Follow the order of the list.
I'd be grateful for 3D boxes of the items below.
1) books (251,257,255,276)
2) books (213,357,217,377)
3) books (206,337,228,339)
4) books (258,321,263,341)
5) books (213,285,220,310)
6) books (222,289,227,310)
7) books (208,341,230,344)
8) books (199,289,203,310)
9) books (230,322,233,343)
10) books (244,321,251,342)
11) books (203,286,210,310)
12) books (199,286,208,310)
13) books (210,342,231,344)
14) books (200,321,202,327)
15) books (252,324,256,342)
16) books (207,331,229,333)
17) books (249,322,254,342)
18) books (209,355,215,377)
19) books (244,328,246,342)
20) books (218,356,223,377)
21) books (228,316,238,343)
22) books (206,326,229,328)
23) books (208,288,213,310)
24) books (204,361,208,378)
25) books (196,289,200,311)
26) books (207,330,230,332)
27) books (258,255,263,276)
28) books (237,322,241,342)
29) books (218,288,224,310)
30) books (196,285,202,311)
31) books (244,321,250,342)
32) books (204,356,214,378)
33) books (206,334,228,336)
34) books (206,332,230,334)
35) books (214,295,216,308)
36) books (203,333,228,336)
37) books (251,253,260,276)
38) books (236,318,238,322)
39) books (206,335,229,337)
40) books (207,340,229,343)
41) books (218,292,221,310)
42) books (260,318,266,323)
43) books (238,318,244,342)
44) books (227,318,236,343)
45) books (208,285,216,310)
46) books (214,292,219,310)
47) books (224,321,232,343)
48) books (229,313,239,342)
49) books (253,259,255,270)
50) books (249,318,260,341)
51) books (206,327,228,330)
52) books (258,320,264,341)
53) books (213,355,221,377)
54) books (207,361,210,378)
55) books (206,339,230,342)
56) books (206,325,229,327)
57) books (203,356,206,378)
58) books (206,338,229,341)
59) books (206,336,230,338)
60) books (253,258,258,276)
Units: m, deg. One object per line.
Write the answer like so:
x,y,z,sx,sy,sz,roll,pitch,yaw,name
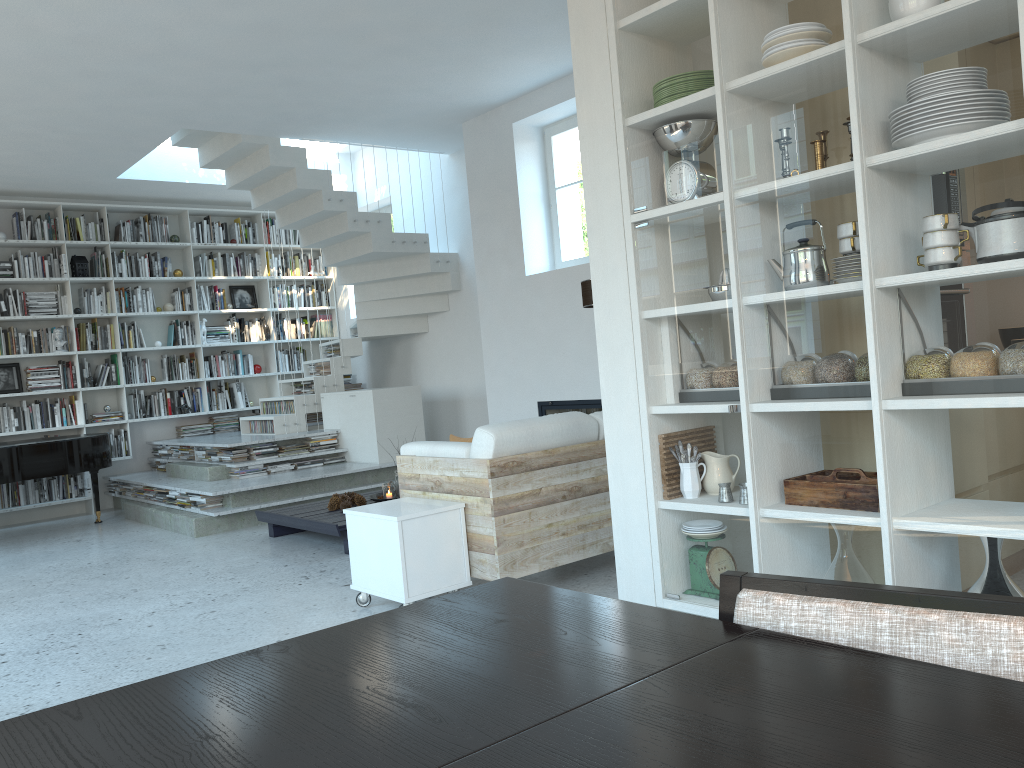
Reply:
-3.019,-1.334,10.222,0.030,0.241,0.162,-7,2,-39,books
-3.344,-0.181,9.910,0.011,0.223,0.163,-7,2,-39,books
-3.335,-0.507,9.948,0.254,0.012,0.161,-6,2,-37,books
-2.947,-0.601,10.249,0.041,0.239,0.176,-7,2,-39,books
-3.332,-0.953,9.954,0.014,0.285,0.175,-7,2,-39,books
-3.269,-0.939,9.996,0.026,0.244,0.178,-7,2,-39,books
-3.328,-0.458,9.946,0.285,0.012,0.159,-6,2,-35,books
-3.473,-0.920,9.842,0.011,0.248,0.155,-7,2,-39,books
-3.214,-0.577,10.066,0.023,0.247,0.138,-7,2,-39,books
-3.052,-0.596,10.201,0.031,0.250,0.133,-7,2,-39,books
-3.420,-0.944,9.902,0.012,0.285,0.159,-7,2,-39,books
-3.449,-0.943,9.870,0.065,0.289,0.146,-7,2,-39,books
-3.325,-0.447,9.945,0.285,0.012,0.159,-6,2,-44,books
-3.471,-0.560,9.847,0.028,0.267,0.138,-7,2,-39,books
-3.002,-0.583,10.231,0.025,0.213,0.155,-7,2,-39,books
-3.339,-0.579,9.948,0.285,0.012,0.159,-6,2,-37,books
-3.028,-0.591,10.219,0.028,0.235,0.129,-7,2,-39,books
-3.366,-0.191,9.908,0.024,0.247,0.143,-7,2,-39,books
-3.095,-0.606,10.170,0.010,0.278,0.129,-7,2,-39,books
-3.304,-0.194,9.956,0.026,0.239,0.177,-7,2,-39,books
-3.166,-0.608,10.062,0.011,0.300,0.184,-7,2,-39,books
-3.343,-0.627,9.946,0.285,0.012,0.159,-6,2,-41,books
-3.404,-0.938,9.927,0.043,0.269,0.131,-7,2,-39,books
-3.425,-0.154,9.851,0.023,0.186,0.159,-7,2,-39,books
-3.514,-0.919,9.837,0.030,0.253,0.128,-7,2,-39,books
-3.335,-0.592,9.942,0.285,0.012,0.159,-6,2,-44,books
-2.952,-1.353,10.283,0.031,0.265,0.169,-7,2,-39,books
-3.144,-0.579,10.088,0.030,0.236,0.179,-7,2,-39,books
-3.294,-0.942,9.989,0.021,0.253,0.167,-7,2,-39,books
-3.491,-0.944,9.840,0.015,0.301,0.140,-7,2,-39,books
-3.064,-0.591,10.168,0.031,0.242,0.147,-7,2,-39,books
-3.387,-0.187,9.877,0.047,0.244,0.177,-7,2,-39,books
-3.340,-0.543,9.951,0.254,0.012,0.161,-6,2,-39,books
-3.336,-0.568,9.946,0.285,0.012,0.159,-6,2,-42,books
-3.364,-0.941,9.947,0.020,0.267,0.152,-7,2,-39,books
-3.332,-0.556,9.944,0.254,0.012,0.161,-6,2,-34,books
-2.976,-1.360,10.266,0.026,0.284,0.147,-7,2,-39,books
-3.141,-0.602,10.114,0.013,0.280,0.131,-7,2,-39,books
-3.332,-0.531,9.943,0.254,0.012,0.161,-6,2,-44,books
-3.329,-0.470,9.946,0.254,0.012,0.161,-6,2,-43,books
-3.314,-0.919,9.973,0.033,0.213,0.152,-7,2,-39,books
-2.885,-0.631,10.340,0.029,0.284,0.138,-7,2,-39,books
-3.105,-0.606,10.127,0.059,0.282,0.167,-7,2,-39,books
-3.191,-0.599,10.076,0.012,0.285,0.159,-7,2,-39,books
-3.369,-0.951,9.926,0.012,0.287,0.176,-7,2,-39,books
-3.332,-0.914,9.938,0.013,0.207,0.189,-7,2,-39,books
-3.217,-0.580,10.041,0.012,0.254,0.161,-7,2,-39,books
-3.159,-0.628,10.068,0.010,0.339,0.180,-7,2,-39,books
-3.013,-1.337,10.250,0.014,0.246,0.142,-7,2,-39,books
-2.971,-0.615,10.226,0.021,0.271,0.191,-7,2,-39,books
-3.342,-0.615,9.947,0.254,0.012,0.161,-6,2,-37,books
-2.932,-0.611,10.280,0.024,0.255,0.145,-7,2,-39,books
-3.321,-0.195,9.922,0.045,0.246,0.185,-7,2,-39,books
-3.406,-0.155,9.864,0.022,0.184,0.162,-7,2,-39,books
-3.328,-0.483,9.943,0.285,0.012,0.159,-6,2,-34,books
-3.344,-0.639,9.946,0.285,0.012,0.159,-6,2,-37,books
-3.448,-0.186,9.848,0.012,0.254,0.161,-7,2,-39,books
-3.331,-0.495,9.945,0.254,0.012,0.161,-6,2,-35,books
-3.335,-0.519,9.949,0.285,0.012,0.159,-6,2,-41,books
-2.994,-1.333,10.255,0.022,0.234,0.158,-7,2,-39,books
